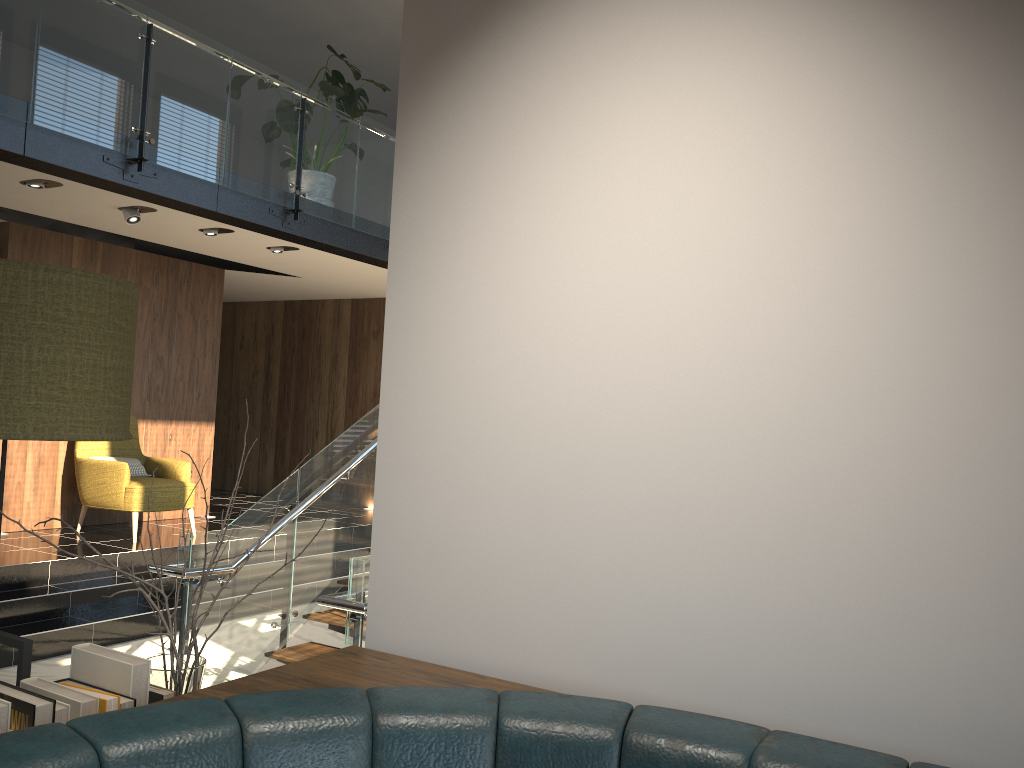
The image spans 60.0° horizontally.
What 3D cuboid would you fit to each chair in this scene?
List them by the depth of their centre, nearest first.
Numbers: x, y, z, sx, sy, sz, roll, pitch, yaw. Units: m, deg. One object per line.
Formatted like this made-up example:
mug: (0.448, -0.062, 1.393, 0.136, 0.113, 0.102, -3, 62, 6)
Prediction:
chair: (-3.438, 0.813, 8.080, 1.030, 1.097, 0.808, 2, -2, 29)

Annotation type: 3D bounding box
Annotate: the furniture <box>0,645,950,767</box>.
furniture: (0.460, 0.856, 0.404, 2.609, 0.822, 1.366, 2, -3, 30)

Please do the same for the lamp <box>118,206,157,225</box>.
lamp: (-2.906, -1.366, 6.885, 0.346, 0.247, 0.195, 2, -2, 30)

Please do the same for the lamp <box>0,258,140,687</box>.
lamp: (-0.884, 0.523, 1.693, 0.637, 1.444, 0.437, 4, -2, -34)

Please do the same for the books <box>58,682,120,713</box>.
books: (-0.665, 0.606, 1.361, 0.150, 0.274, 0.025, 2, -2, 30)

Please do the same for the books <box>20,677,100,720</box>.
books: (-0.701, 0.603, 1.351, 0.160, 0.276, 0.030, 2, -2, 30)

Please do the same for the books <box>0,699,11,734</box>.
books: (-0.759, 0.579, 1.219, 0.155, 0.305, 0.032, 2, -2, 30)

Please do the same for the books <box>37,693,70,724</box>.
books: (-0.710, 0.597, 1.292, 0.141, 0.280, 0.031, 2, -2, 30)

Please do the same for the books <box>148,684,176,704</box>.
books: (-0.615, 0.617, 1.436, 0.156, 0.263, 0.026, 2, -2, 30)

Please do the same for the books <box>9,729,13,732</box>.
books: (-0.763, 0.606, 1.253, 0.202, 0.255, 0.025, 2, -2, 30)

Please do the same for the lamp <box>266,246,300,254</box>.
lamp: (-2.121, -1.302, 8.222, 0.346, 0.177, 0.195, 2, -2, 30)

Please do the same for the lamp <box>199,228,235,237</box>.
lamp: (-2.513, -1.352, 7.553, 0.346, 0.177, 0.195, 2, -2, 30)

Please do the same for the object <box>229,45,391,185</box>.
object: (-1.805, -2.328, 8.273, 1.464, 1.553, 1.261, 3, -2, 19)

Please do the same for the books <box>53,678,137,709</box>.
books: (-0.667, 0.613, 1.394, 0.173, 0.262, 0.030, 2, -2, 30)

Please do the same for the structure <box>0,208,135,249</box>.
structure: (-6.798, -0.356, 7.476, 1.963, 3.016, 6.666, 2, -2, 30)

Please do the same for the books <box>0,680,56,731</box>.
books: (-0.726, 0.587, 1.265, 0.169, 0.298, 0.032, 2, -2, 30)

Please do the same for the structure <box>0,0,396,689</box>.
structure: (-0.977, -0.040, 6.692, 3.446, 4.866, 7.284, 2, -2, 30)

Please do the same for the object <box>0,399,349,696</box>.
object: (-0.611, 0.389, 1.576, 0.607, 0.744, 0.406, 4, -2, -10)

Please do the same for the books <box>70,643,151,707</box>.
books: (-0.658, 0.590, 1.428, 0.160, 0.312, 0.035, 2, -2, 30)

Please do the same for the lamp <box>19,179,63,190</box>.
lamp: (-3.295, -1.460, 6.217, 0.346, 0.158, 0.195, 2, -2, 30)
